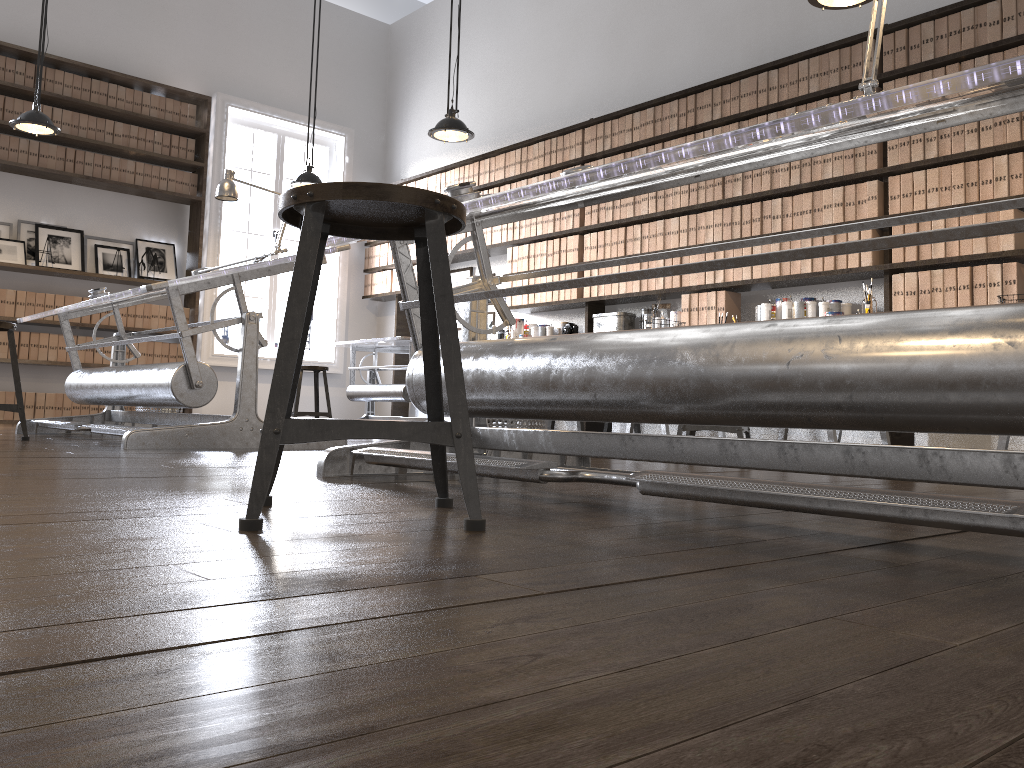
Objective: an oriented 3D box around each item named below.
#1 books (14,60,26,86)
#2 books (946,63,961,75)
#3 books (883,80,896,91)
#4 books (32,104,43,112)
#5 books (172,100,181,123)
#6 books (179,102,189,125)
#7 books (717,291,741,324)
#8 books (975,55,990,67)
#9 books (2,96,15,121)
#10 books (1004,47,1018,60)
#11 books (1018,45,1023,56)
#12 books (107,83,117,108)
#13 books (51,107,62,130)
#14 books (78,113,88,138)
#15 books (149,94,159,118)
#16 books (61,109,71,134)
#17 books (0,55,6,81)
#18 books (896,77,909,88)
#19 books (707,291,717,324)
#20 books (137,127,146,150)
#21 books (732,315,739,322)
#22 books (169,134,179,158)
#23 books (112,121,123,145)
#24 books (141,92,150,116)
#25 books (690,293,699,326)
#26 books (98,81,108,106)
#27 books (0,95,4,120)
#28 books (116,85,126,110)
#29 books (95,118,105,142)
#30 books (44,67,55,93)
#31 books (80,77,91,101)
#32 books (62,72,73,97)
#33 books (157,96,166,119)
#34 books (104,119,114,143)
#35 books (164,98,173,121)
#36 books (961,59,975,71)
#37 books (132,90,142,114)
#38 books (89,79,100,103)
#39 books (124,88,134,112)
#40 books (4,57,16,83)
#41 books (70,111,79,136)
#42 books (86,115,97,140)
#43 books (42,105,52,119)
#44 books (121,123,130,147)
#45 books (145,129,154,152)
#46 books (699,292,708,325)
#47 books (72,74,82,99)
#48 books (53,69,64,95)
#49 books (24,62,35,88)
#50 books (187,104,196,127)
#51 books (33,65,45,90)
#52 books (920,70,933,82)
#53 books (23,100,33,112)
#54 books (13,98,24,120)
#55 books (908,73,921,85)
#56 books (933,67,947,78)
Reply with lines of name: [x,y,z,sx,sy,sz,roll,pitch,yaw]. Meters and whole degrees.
books: [-4.016,-2.496,7.192,0.066,0.226,0.174,6,-6,-41]
books: [2.409,-1.588,4.767,0.174,0.227,0.067,5,-6,-41]
books: [2.181,-1.586,5.029,0.174,0.226,0.066,5,-6,-41]
books: [-3.914,-2.170,7.258,0.066,0.226,0.174,6,-6,-41]
books: [-3.071,-2.437,8.020,0.066,0.226,0.174,6,-6,-41]
books: [-3.018,-2.434,8.067,0.066,0.226,0.174,6,-6,-41]
books: [1.414,-0.487,5.775,0.174,0.226,0.066,5,-6,-41]
books: [2.506,-1.589,4.658,0.174,0.226,0.066,5,-6,-41]
books: [-4.070,-2.179,7.132,0.066,0.226,0.174,6,-6,-41]
books: [2.602,-1.590,4.554,0.174,0.226,0.066,5,-6,-41]
books: [2.642,-1.591,4.500,0.174,0.227,0.067,5,-6,-41]
books: [-3.482,-2.463,7.654,0.066,0.226,0.174,6,-6,-41]
books: [-3.804,-2.163,7.356,0.067,0.227,0.174,6,-6,-41]
books: [-3.652,-2.154,7.487,0.067,0.227,0.174,6,-6,-41]
books: [-3.218,-2.446,7.889,0.066,0.226,0.174,6,-6,-41]
books: [-3.751,-2.160,7.405,0.066,0.226,0.174,6,-6,-41]
books: [-4.125,-2.502,7.103,0.066,0.226,0.174,6,-6,-41]
books: [2.226,-1.586,4.973,0.174,0.226,0.066,5,-6,-41]
books: [1.364,-0.486,5.825,0.174,0.226,0.066,5,-6,-41]
books: [-3.295,-2.132,7.805,0.066,0.226,0.174,6,-6,-41]
books: [1.471,-0.327,5.199,0.384,0.148,0.294,4,-3,-41]
books: [-3.076,-2.118,7.990,0.067,0.227,0.174,6,-6,-41]
books: [-3.442,-2.141,7.674,0.066,0.226,0.174,6,-6,-41]
books: [-3.271,-2.450,7.840,0.067,0.227,0.174,6,-6,-41]
books: [1.274,-0.485,5.934,0.174,0.226,0.066,5,-6,-41]
books: [-3.536,-2.466,7.607,0.067,0.227,0.174,6,-6,-41]
books: [-4.121,-2.183,7.079,0.067,0.227,0.174,6,-6,-41]
books: [-3.430,-2.459,7.704,0.066,0.226,0.174,6,-6,-41]
books: [-3.550,-2.147,7.582,0.066,0.226,0.174,6,-6,-41]
books: [-3.853,-2.485,7.340,0.066,0.226,0.174,6,-6,-41]
books: [-3.644,-2.472,7.521,0.066,0.226,0.174,6,-6,-41]
books: [-3.747,-2.479,7.428,0.066,0.226,0.174,6,-6,-41]
books: [-3.172,-2.443,7.932,0.066,0.226,0.174,6,-6,-41]
books: [-3.495,-2.144,7.625,0.067,0.227,0.174,6,-6,-41]
books: [-3.118,-2.440,7.972,0.067,0.227,0.174,6,-6,-41]
books: [2.462,-1.589,4.714,0.174,0.226,0.066,5,-6,-41]
books: [-3.326,-2.453,7.797,0.066,0.226,0.174,6,-6,-41]
books: [-3.587,-2.469,7.569,0.066,0.226,0.174,6,-6,-41]
books: [-3.380,-2.456,7.753,0.066,0.226,0.174,6,-6,-41]
books: [-4.072,-2.499,7.149,0.066,0.226,0.174,6,-6,-41]
books: [-3.705,-2.157,7.447,0.066,0.226,0.174,6,-6,-41]
books: [-3.604,-2.151,7.538,0.066,0.226,0.174,6,-6,-41]
books: [-3.862,-2.167,7.308,0.066,0.226,0.174,6,-6,-41]
books: [-3.395,-2.138,7.717,0.066,0.226,0.174,6,-6,-41]
books: [-3.242,-2.128,7.852,0.066,0.226,0.174,6,-6,-41]
books: [1.320,-0.486,5.881,0.174,0.226,0.066,5,-6,-41]
books: [-3.697,-2.476,7.477,0.066,0.226,0.174,6,-6,-41]
books: [-3.799,-2.482,7.378,0.066,0.226,0.174,6,-6,-41]
books: [-3.965,-2.492,7.242,0.066,0.226,0.174,6,-6,-41]
books: [-2.962,-2.430,8.110,0.066,0.226,0.174,6,-6,-41]
books: [-3.905,-2.489,7.287,0.067,0.227,0.174,6,-6,-41]
books: [2.319,-1.587,4.874,0.174,0.226,0.066,5,-6,-41]
books: [-3.968,-2.173,7.211,0.067,0.227,0.174,6,-6,-41]
books: [-4.019,-2.176,7.173,0.066,0.226,0.174,6,-6,-41]
books: [2.274,-1.587,4.918,0.174,0.227,0.067,5,-6,-41]
books: [2.364,-1.587,4.826,0.174,0.226,0.066,5,-6,-41]
